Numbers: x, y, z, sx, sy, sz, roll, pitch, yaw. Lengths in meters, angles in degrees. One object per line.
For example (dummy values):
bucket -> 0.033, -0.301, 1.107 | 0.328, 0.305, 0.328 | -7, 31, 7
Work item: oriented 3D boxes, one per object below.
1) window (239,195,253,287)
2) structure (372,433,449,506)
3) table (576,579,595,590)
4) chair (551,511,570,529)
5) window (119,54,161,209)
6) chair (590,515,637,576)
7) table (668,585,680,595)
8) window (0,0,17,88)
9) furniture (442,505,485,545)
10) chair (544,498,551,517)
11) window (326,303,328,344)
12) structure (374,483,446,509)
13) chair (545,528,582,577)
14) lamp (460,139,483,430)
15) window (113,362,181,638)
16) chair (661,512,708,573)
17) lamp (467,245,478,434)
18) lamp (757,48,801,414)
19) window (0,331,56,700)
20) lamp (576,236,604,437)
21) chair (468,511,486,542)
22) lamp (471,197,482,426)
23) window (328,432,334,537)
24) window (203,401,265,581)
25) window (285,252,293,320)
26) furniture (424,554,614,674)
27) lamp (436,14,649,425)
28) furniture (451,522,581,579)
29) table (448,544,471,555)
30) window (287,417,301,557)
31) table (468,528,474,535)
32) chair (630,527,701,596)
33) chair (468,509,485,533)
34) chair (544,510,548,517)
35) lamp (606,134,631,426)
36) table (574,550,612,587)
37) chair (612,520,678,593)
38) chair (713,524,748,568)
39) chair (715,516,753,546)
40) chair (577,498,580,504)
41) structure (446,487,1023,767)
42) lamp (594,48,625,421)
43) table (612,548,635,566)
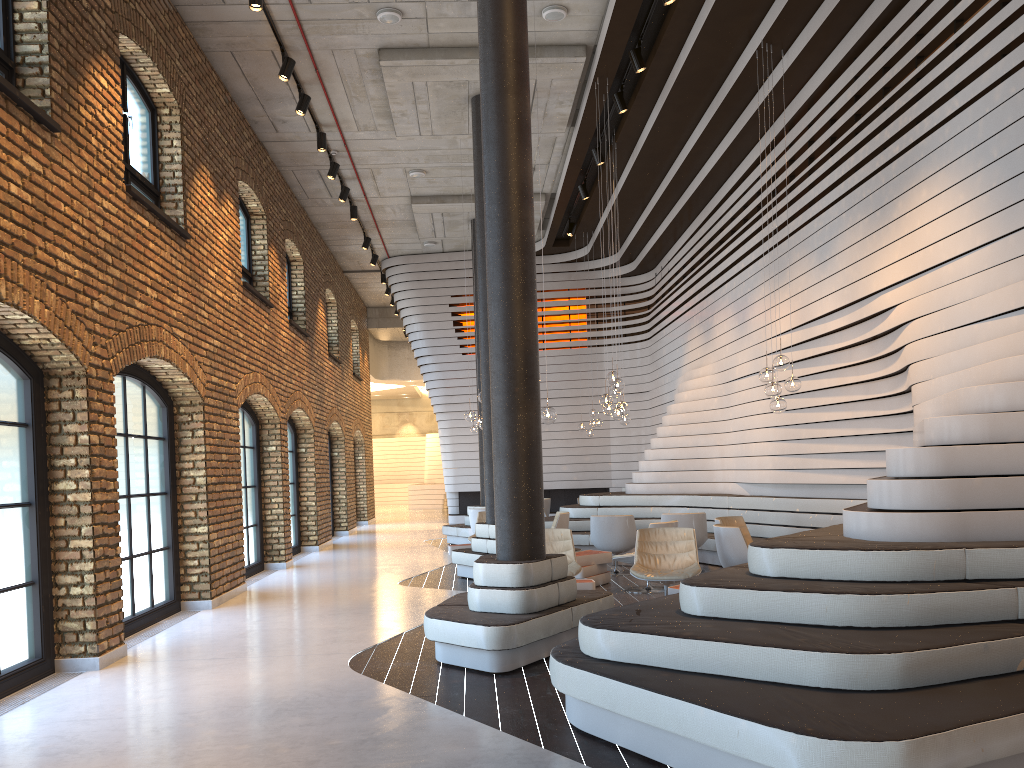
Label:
window -> -3.763, -1.918, 11.947 | 0.125, 1.450, 1.576 | -2, -3, -3
structure -> -4.030, 3.680, 37.497 | 4.529, 2.863, 5.839 | -2, -4, -3
table -> 0.288, 1.965, 7.967 | 0.905, 0.370, 0.415 | -2, -3, 0
chair -> 0.458, 2.168, 12.235 | 0.710, 0.766, 0.658 | -2, -2, 1
window -> -3.583, -2.285, 8.154 | 0.125, 1.450, 1.576 | -2, -3, -3
chair -> 1.332, 2.053, 11.340 | 0.659, 0.766, 0.709 | -3, -2, 18
table -> 1.670, 1.873, 7.501 | 0.900, 0.370, 0.417 | 1, -4, -30
window -> -3.448, -2.561, 5.311 | 0.125, 1.450, 1.576 | -2, -3, -3
furniture -> -0.659, 2.636, 16.494 | 1.272, 0.721, 1.781 | -2, -5, -7
chair -> 0.441, 2.696, 17.774 | 0.710, 0.766, 0.658 | -2, -2, 0
window -> -4.084, -1.263, 18.707 | 0.125, 1.450, 1.576 | -2, -3, -3
structure -> -3.684, 4.437, 35.227 | 2.537, 0.896, 7.562 | 0, -6, -25
chair -> 0.352, 1.840, 8.750 | 0.656, 0.766, 0.712 | -2, -2, -2
lamp -> -0.484, -1.678, 12.481 | 0.542, 4.675, 0.294 | -2, 1, -17
window -> -3.567, 1.045, 8.192 | 0.130, 2.534, 2.362 | -2, -2, -3
chair -> 2.182, 2.018, 11.285 | 0.657, 0.766, 0.711 | -2, -2, 5
lamp -> -0.701, -1.150, 17.954 | 0.540, 4.629, 0.277 | -3, 1, -43
lamp -> 2.635, -2.043, 9.012 | 0.527, 4.714, 0.335 | -3, 1, -41
window -> -3.432, 0.770, 5.349 | 0.130, 2.534, 2.362 | -2, -2, -3
lamp -> 1.481, -1.286, 17.317 | 0.547, 4.675, 0.291 | -2, 1, 23
chair -> -0.285, 2.266, 12.993 | 0.659, 0.766, 0.709 | -3, -2, 15
lamp -> -0.452, -1.376, 15.077 | 0.540, 4.629, 0.277 | -3, 1, -41
window -> -4.068, 2.068, 18.745 | 0.130, 2.534, 2.362 | -2, -2, -3
window -> -3.747, 1.413, 11.985 | 0.130, 2.534, 2.362 | -2, -2, -3
window -> -3.898, -1.642, 14.792 | 0.125, 1.450, 1.576 | -2, -3, -3
furniture -> -0.099, 1.702, 6.895 | 1.285, 0.721, 1.764 | -5, -5, 33
lamp -> 1.768, -2.509, 2.739 | 9.025, 4.608, 42.095 | -2, -5, -3
furniture -> 0.142, 2.101, 11.166 | 1.267, 0.721, 1.788 | 0, -5, -32
table -> -0.433, 2.393, 12.195 | 0.903, 0.370, 0.416 | -1, -3, -10
window -> -6.429, 2.233, 19.615 | 2.171, 2.527, 12.982 | -1, -5, -33
table -> -0.323, 2.682, 15.272 | 0.907, 0.370, 0.414 | -2, -3, 5
chair -> 1.457, 1.763, 8.341 | 0.659, 0.766, 0.709 | -2, -2, 14
chair -> -0.360, 2.412, 14.492 | 0.662, 0.766, 0.706 | -3, -2, 35
chair -> 0.749, 2.579, 16.658 | 0.711, 0.766, 0.658 | -2, -2, 2
lamp -> 1.470, -1.742, 12.527 | 0.293, 4.675, 0.545 | -2, 1, -7
table -> 0.863, 2.166, 10.283 | 0.417, 0.370, 0.901 | -4, -5, 35
chair -> 1.489, 1.896, 9.754 | 0.716, 0.766, 0.652 | -4, -2, 38
chair -> 2.373, 1.769, 8.745 | 0.710, 0.766, 0.658 | -2, -2, -3
chair -> 2.617, 1.855, 9.740 | 0.716, 0.766, 0.652 | -4, -3, 42
chair -> 1.649, 2.619, 17.408 | 0.652, 0.766, 0.716 | -1, -2, -29
structure -> 2.272, 2.041, 12.411 | 5.762, 0.926, 18.305 | -1, -5, -6
lamp -> 1.134, -1.921, 10.623 | 0.310, 4.742, 0.661 | -2, 1, 6
table -> 1.738, 2.316, 12.185 | 0.912, 0.370, 0.411 | -5, -4, 30
